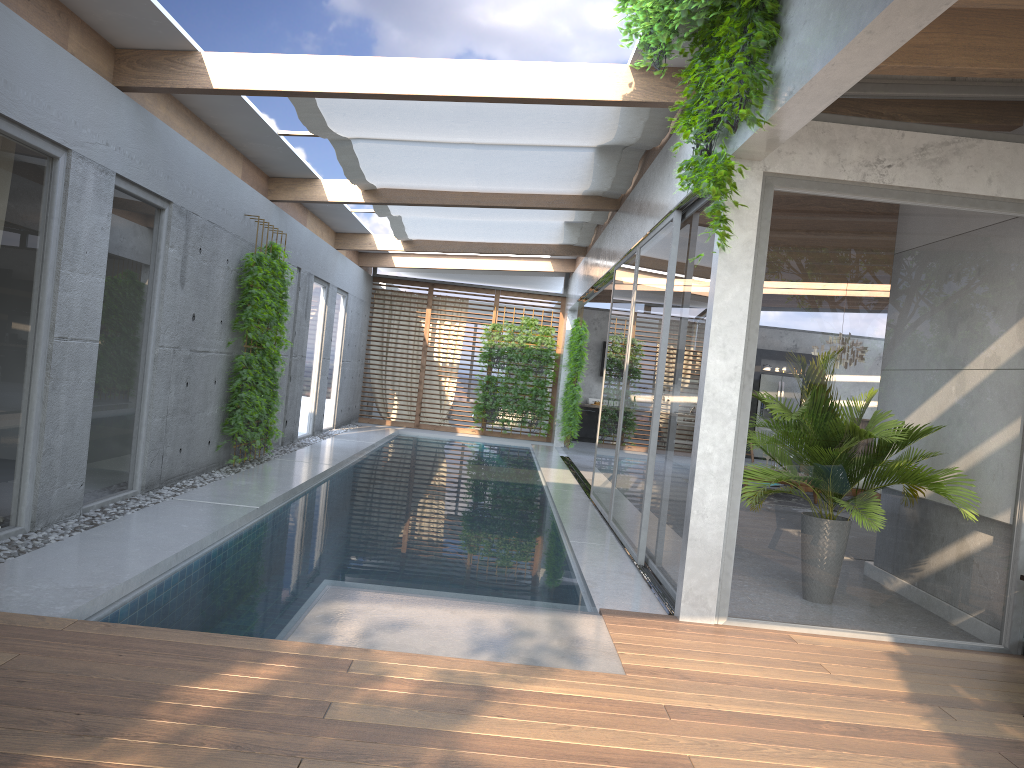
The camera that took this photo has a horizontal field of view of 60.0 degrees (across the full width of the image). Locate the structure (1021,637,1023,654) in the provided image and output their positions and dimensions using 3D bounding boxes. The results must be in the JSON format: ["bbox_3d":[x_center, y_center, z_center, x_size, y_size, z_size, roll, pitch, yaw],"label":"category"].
[{"bbox_3d":[3.982,1.423,6.341,2.012,0.595,2.203,6,1,-1],"label":"structure"}]

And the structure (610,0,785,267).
[{"bbox_3d":[0.996,-1.646,5.038,0.918,2.054,1.822,6,1,-4],"label":"structure"}]

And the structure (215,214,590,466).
[{"bbox_3d":[-0.746,-0.290,13.893,2.739,2.687,10.282,6,1,16],"label":"structure"}]

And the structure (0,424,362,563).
[{"bbox_3d":[-3.117,0.910,10.866,0.477,0.068,13.673,6,1,-1],"label":"structure"}]

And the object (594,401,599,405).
[{"bbox_3d":[1.901,0.415,19.904,0.090,0.087,0.086,6,1,-23],"label":"object"}]

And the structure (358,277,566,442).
[{"bbox_3d":[-1.154,-0.524,18.714,4.313,3.079,0.085,6,1,-1],"label":"structure"}]

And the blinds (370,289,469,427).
[{"bbox_3d":[-2.061,-0.536,19.056,2.087,2.898,0.692,6,1,3],"label":"blinds"}]

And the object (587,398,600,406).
[{"bbox_3d":[1.929,0.408,20.080,0.381,0.134,0.590,6,1,-12],"label":"object"}]

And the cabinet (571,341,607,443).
[{"bbox_3d":[4.088,0.299,20.107,5.901,2.502,0.709,6,1,-2],"label":"cabinet"}]

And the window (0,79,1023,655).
[{"bbox_3d":[3.981,-0.248,13.025,14.294,3.764,23.280,6,1,-1],"label":"window"}]

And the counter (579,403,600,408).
[{"bbox_3d":[3.004,0.619,20.077,3.805,0.061,0.607,6,1,-1],"label":"counter"}]
